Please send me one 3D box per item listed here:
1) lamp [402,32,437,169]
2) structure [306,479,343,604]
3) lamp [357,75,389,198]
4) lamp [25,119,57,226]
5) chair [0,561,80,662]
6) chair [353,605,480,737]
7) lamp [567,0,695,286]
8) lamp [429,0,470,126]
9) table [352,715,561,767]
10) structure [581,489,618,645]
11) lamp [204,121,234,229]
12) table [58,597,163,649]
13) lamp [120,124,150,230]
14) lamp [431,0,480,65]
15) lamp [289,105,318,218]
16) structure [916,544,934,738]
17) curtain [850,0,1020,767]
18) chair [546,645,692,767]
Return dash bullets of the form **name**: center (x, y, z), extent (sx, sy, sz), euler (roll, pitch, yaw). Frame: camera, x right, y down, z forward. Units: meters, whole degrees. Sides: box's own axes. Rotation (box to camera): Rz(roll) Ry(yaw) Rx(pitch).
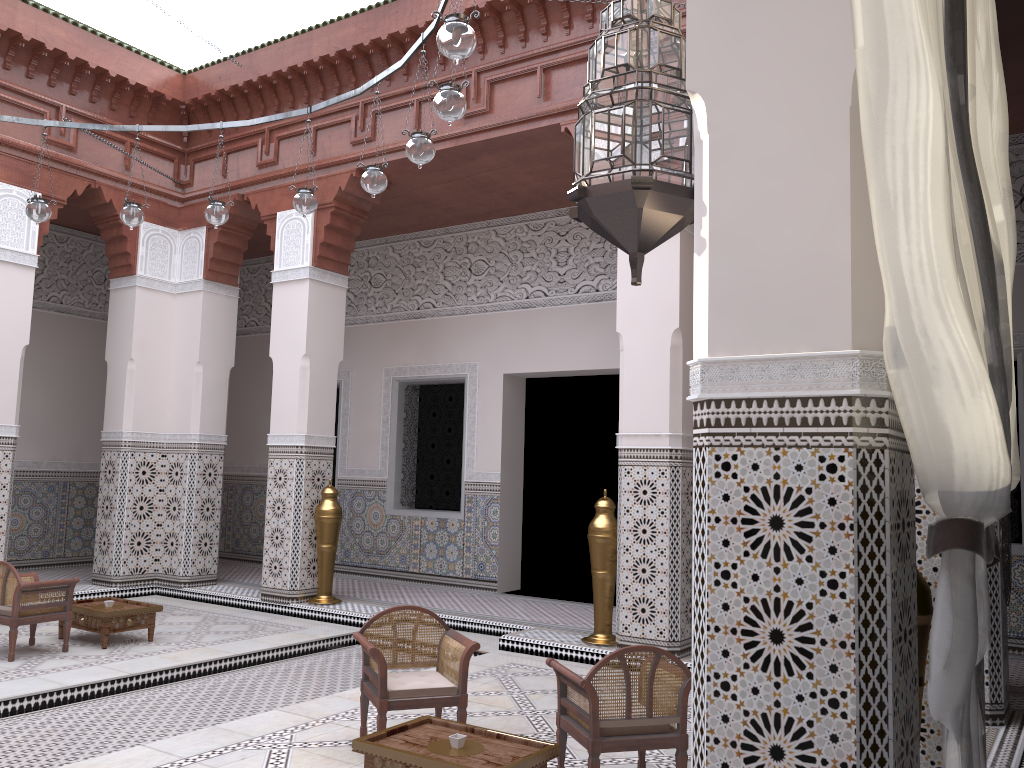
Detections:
- **lamp**: center (-0.230, -0.751, 2.355), extent (0.091, 0.371, 0.090), euler (0, -6, 18)
- **structure**: center (-0.823, 0.695, 3.952), extent (0.156, 0.539, 0.156), euler (2, -6, -6)
- **lamp**: center (-0.393, -0.729, 2.618), extent (0.091, 0.371, 0.090), euler (0, -6, 18)
- **lamp**: center (-1.605, -0.720, 3.033), extent (0.090, 0.371, 0.091), euler (-2, -7, 33)
- **chair**: center (-1.643, 0.750, 2.996), extent (0.263, 0.313, 0.208), euler (-2, -7, 29)
- **chair**: center (-0.235, 0.699, 2.106), extent (0.263, 0.313, 0.208), euler (4, -6, -21)
- **lamp**: center (0.193, -0.421, 1.334), extent (0.221, 0.552, 0.216), euler (-2, -7, 33)
- **lamp**: center (-0.140, -0.779, 2.049), extent (0.091, 0.371, 0.090), euler (7, -8, -41)
- **table**: center (-0.108, 0.748, 1.697), extent (0.330, 0.142, 0.229), euler (-2, -7, 33)
- **structure**: center (0.332, 0.650, 3.193), extent (0.156, 0.539, 0.156), euler (2, -6, -6)
- **lamp**: center (-0.988, -0.706, 3.007), extent (0.091, 0.371, 0.090), euler (5, -7, -32)
- **table**: center (-1.481, 0.867, 3.244), extent (0.330, 0.142, 0.229), euler (-2, -7, 33)
- **lamp**: center (-1.294, -0.709, 3.054), extent (0.091, 0.371, 0.090), euler (7, -8, -41)
- **lamp**: center (-0.105, -0.810, 1.742), extent (0.091, 0.371, 0.090), euler (7, -8, -41)
- **lamp**: center (-0.648, -0.712, 2.846), extent (0.091, 0.371, 0.090), euler (0, -6, 18)
- **structure**: center (0.671, 0.492, 1.551), extent (0.156, 0.539, 0.156), euler (6, -8, -39)
- **curtain**: center (0.536, -0.253, 1.089), extent (0.137, 1.761, 1.304), euler (-2, -7, 33)
- **chair**: center (0.225, 0.686, 1.844), extent (0.263, 0.313, 0.208), euler (3, -6, -16)
